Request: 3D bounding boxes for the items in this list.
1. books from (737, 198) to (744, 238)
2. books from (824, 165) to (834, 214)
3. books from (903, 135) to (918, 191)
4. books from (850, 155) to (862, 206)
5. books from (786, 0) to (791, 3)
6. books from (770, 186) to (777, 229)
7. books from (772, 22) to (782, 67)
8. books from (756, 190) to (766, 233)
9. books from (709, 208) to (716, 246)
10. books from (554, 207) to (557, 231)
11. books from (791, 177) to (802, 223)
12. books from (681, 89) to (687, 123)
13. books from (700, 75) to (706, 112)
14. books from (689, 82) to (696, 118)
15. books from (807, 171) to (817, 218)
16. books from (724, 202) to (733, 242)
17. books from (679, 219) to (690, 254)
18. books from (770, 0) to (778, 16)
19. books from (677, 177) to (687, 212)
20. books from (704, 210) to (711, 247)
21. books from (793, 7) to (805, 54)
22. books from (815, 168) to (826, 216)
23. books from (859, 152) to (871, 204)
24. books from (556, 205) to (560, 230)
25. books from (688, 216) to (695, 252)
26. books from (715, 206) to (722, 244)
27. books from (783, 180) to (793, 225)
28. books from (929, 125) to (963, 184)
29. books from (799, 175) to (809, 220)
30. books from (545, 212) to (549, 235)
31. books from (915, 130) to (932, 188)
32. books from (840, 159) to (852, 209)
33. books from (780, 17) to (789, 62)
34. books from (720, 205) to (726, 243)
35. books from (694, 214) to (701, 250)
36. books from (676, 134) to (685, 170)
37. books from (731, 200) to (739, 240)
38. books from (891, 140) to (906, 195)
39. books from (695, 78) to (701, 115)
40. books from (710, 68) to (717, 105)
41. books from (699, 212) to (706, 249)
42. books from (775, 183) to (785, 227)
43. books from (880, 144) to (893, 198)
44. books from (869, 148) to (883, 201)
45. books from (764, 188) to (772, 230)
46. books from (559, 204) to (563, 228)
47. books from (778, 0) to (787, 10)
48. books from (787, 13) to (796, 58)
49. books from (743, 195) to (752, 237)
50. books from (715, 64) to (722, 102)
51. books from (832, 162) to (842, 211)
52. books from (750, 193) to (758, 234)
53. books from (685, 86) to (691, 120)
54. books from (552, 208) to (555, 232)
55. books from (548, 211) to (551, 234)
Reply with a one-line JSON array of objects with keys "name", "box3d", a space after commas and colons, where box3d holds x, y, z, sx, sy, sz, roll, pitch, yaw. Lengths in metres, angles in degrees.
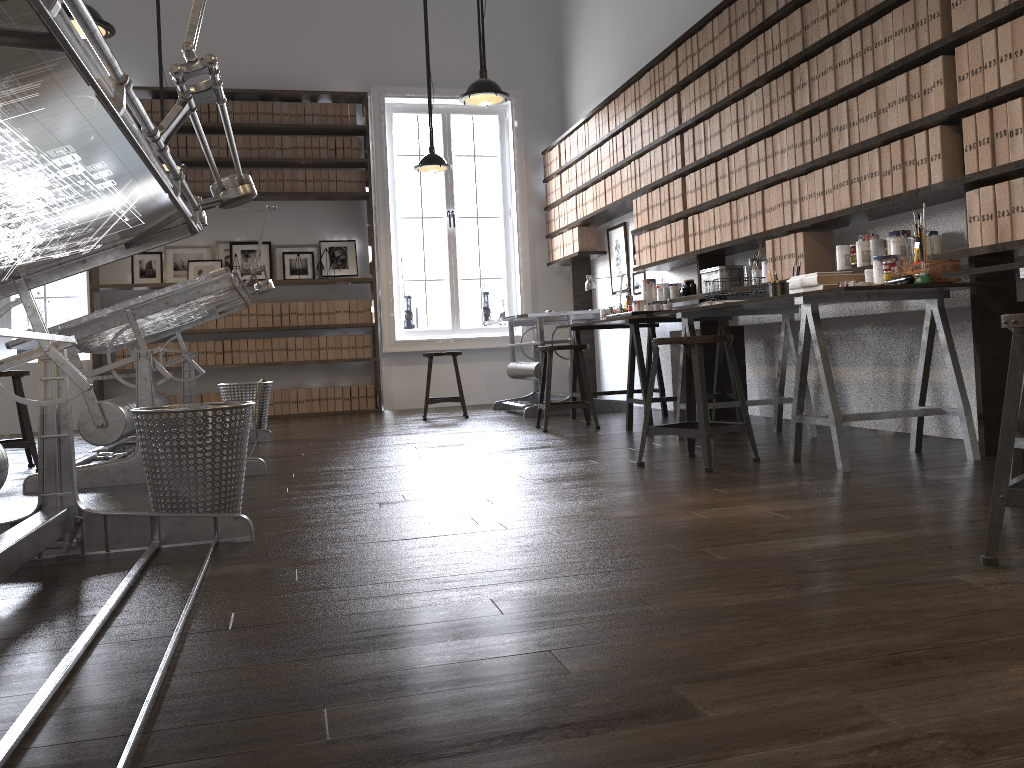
[{"name": "books", "box3d": [1.375, -0.939, 5.021, 0.174, 0.226, 0.066, -3, -1, -14]}, {"name": "books", "box3d": [1.579, -0.920, 4.200, 0.174, 0.226, 0.066, -3, -1, -14]}, {"name": "books", "box3d": [1.719, -0.908, 3.659, 0.174, 0.226, 0.066, -3, -1, -14]}, {"name": "books", "box3d": [1.630, -0.916, 4.010, 0.174, 0.226, 0.066, -3, -1, -14]}, {"name": "books", "box3d": [1.470, -2.018, 4.457, 0.174, 0.226, 0.066, -3, -1, -14]}, {"name": "books", "box3d": [1.460, -0.931, 4.675, 0.174, 0.226, 0.066, -3, -1, -14]}, {"name": "books", "box3d": [1.445, -1.744, 4.582, 0.174, 0.226, 0.067, -3, -1, -14]}, {"name": "books", "box3d": [1.423, -0.934, 4.810, 0.174, 0.226, 0.067, -3, -1, -14]}, {"name": "books", "box3d": [1.287, -0.946, 5.350, 0.174, 0.226, 0.067, -3, -1, -14]}, {"name": "books", "box3d": [0.499, -1.564, 8.403, 0.174, 0.226, 0.066, -3, -1, -14]}, {"name": "books", "box3d": [1.510, -0.926, 4.474, 0.174, 0.226, 0.066, -3, -1, -14]}, {"name": "books", "box3d": [1.177, -1.769, 5.668, 0.174, 0.226, 0.066, -3, -1, -14]}, {"name": "books", "box3d": [1.242, -1.763, 5.401, 0.174, 0.226, 0.066, -3, -1, -14]}, {"name": "books", "box3d": [1.206, -1.766, 5.531, 0.174, 0.226, 0.067, -3, -1, -14]}, {"name": "books", "box3d": [1.546, -0.923, 4.339, 0.174, 0.226, 0.066, -3, -1, -14]}, {"name": "books", "box3d": [1.335, -0.942, 5.154, 0.174, 0.226, 0.067, -3, -1, -14]}, {"name": "books", "box3d": [1.185, -0.956, 5.753, 0.174, 0.226, 0.067, -3, -1, -14]}, {"name": "books", "box3d": [1.428, -2.021, 4.593, 0.174, 0.226, 0.066, -3, -1, -14]}, {"name": "books", "box3d": [1.172, -1.226, 5.753, 0.174, 0.226, 0.067, -3, -1, -14]}, {"name": "books", "box3d": [1.273, -0.948, 5.419, 0.174, 0.226, 0.066, -3, -1, -14]}, {"name": "books", "box3d": [1.493, -1.739, 4.385, 0.174, 0.226, 0.067, -3, -1, -14]}, {"name": "books", "box3d": [1.559, -0.922, 4.270, 0.174, 0.226, 0.067, -3, -1, -14]}, {"name": "books", "box3d": [1.647, -0.914, 3.941, 0.174, 0.226, 0.066, -3, -1, -14]}, {"name": "books", "box3d": [0.512, -1.562, 8.329, 0.174, 0.226, 0.067, -3, -1, -14]}, {"name": "books", "box3d": [1.216, -0.953, 5.624, 0.174, 0.226, 0.066, -3, -1, -14]}, {"name": "books", "box3d": [1.306, -0.945, 5.281, 0.174, 0.226, 0.066, -3, -1, -14]}, {"name": "books", "box3d": [1.489, -0.928, 4.543, 0.174, 0.226, 0.066, -3, -1, -14]}, {"name": "books", "box3d": [1.753, -0.904, 3.509, 0.174, 0.226, 0.066, -3, -1, -14]}, {"name": "books", "box3d": [1.531, -0.925, 4.407, 0.174, 0.226, 0.066, -3, -1, -14]}, {"name": "books", "box3d": [0.425, -1.570, 8.673, 0.174, 0.226, 0.067, -3, -1, -14]}, {"name": "books", "box3d": [1.732, -0.906, 3.584, 0.174, 0.226, 0.067, -3, -1, -14]}, {"name": "books", "box3d": [1.607, -0.917, 4.073, 0.174, 0.226, 0.067, -3, -1, -14]}, {"name": "books", "box3d": [1.464, -1.742, 4.512, 0.174, 0.226, 0.066, -3, -1, -14]}, {"name": "books", "box3d": [1.323, -0.944, 5.220, 0.174, 0.226, 0.066, -3, -1, -14]}, {"name": "books", "box3d": [1.237, -0.951, 5.554, 0.174, 0.226, 0.066, -3, -1, -14]}, {"name": "books", "box3d": [1.164, -1.504, 5.763, 0.174, 0.226, 0.066, -3, -1, -14]}, {"name": "books", "box3d": [1.357, -0.941, 5.090, 0.174, 0.226, 0.066, -3, -1, -14]}, {"name": "books", "box3d": [1.695, -0.909, 3.729, 0.174, 0.226, 0.067, -3, -1, -14]}, {"name": "books", "box3d": [1.225, -1.764, 5.461, 0.174, 0.226, 0.066, -3, -1, -14]}, {"name": "books", "box3d": [1.276, -1.760, 5.271, 0.174, 0.226, 0.066, -3, -1, -14]}, {"name": "books", "box3d": [1.258, -0.950, 5.488, 0.174, 0.226, 0.066, -3, -1, -14]}, {"name": "books", "box3d": [1.471, -0.929, 4.613, 0.174, 0.226, 0.067, -3, -1, -14]}, {"name": "books", "box3d": [1.682, -0.911, 3.803, 0.174, 0.226, 0.066, -3, -1, -14]}, {"name": "books", "box3d": [1.660, -0.912, 3.871, 0.174, 0.226, 0.066, -3, -1, -14]}, {"name": "books", "box3d": [1.446, -0.932, 4.740, 0.174, 0.226, 0.066, -3, -1, -14]}, {"name": "books", "box3d": [0.536, -1.561, 8.258, 0.174, 0.226, 0.066, -3, -1, -14]}, {"name": "books", "box3d": [1.449, -2.020, 4.524, 0.174, 0.226, 0.066, -3, -1, -14]}, {"name": "books", "box3d": [1.481, -1.741, 4.451, 0.174, 0.226, 0.066, -3, -1, -14]}, {"name": "books", "box3d": [1.388, -0.937, 4.952, 0.174, 0.226, 0.066, -3, -1, -14]}, {"name": "books", "box3d": [1.293, -1.758, 5.202, 0.174, 0.226, 0.066, -3, -1, -14]}, {"name": "books", "box3d": [1.596, -0.919, 4.139, 0.174, 0.226, 0.066, -3, -1, -14]}, {"name": "books", "box3d": [1.410, -0.936, 4.884, 0.174, 0.226, 0.066, -3, -1, -14]}, {"name": "books", "box3d": [1.192, -1.767, 5.600, 0.174, 0.226, 0.066, -3, -1, -14]}, {"name": "books", "box3d": [0.477, -1.566, 8.470, 0.174, 0.226, 0.066, -3, -1, -14]}, {"name": "books", "box3d": [0.447, -1.569, 8.609, 0.174, 0.226, 0.066, -3, -1, -14]}]
